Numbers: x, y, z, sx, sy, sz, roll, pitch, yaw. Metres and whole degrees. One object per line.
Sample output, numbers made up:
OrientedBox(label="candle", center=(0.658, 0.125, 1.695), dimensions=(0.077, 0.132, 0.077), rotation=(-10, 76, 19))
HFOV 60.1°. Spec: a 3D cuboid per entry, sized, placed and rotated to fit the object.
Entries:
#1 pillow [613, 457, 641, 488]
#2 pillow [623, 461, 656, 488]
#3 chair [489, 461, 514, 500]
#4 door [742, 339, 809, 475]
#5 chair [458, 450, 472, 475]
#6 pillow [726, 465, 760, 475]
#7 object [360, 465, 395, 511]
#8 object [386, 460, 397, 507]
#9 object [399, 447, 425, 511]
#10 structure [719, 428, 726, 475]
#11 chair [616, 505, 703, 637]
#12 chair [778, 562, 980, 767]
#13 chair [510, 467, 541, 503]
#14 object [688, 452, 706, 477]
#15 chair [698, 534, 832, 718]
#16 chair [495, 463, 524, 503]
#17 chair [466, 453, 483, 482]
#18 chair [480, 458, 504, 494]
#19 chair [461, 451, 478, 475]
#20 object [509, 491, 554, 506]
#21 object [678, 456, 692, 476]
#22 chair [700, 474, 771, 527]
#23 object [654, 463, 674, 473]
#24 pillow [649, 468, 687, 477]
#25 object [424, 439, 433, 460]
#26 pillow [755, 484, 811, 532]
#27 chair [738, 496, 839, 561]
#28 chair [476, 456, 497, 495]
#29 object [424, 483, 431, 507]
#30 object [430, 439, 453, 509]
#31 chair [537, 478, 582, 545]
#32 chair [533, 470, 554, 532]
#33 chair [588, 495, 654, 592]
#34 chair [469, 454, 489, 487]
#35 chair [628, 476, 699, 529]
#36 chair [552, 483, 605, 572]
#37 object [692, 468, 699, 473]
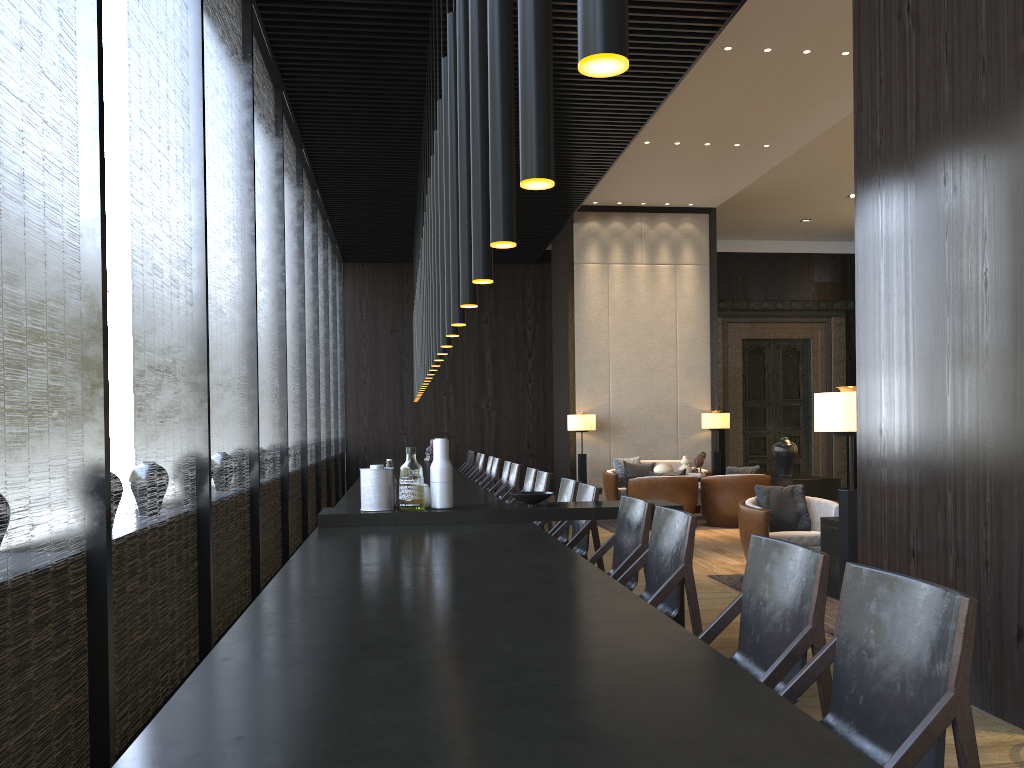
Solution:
OrientedBox(label="pillow", center=(1.561, 1.174, 11.803), dimensions=(0.433, 0.400, 0.201), rotation=(0, 0, -29))
OrientedBox(label="pillow", center=(1.681, 1.186, 11.662), dimensions=(0.471, 0.361, 0.219), rotation=(0, 0, -10))
OrientedBox(label="chair", center=(-0.221, 1.181, 8.739), dimensions=(0.563, 0.827, 0.526), rotation=(-1, 0, -7))
OrientedBox(label="door", center=(4.668, 0.541, 15.769), dimensions=(1.287, 2.698, 0.052), rotation=(-1, 1, -7))
OrientedBox(label="chair", center=(-0.828, 1.429, 13.543), dimensions=(0.563, 0.827, 0.526), rotation=(-1, 0, -7))
OrientedBox(label="pillow", center=(2.592, 1.098, 9.985), dimensions=(0.399, 0.362, 0.222), rotation=(-1, 0, -7))
OrientedBox(label="object", center=(-0.662, 0.508, 4.355), dimensions=(0.168, 0.219, 0.169), rotation=(-1, -1, -12))
OrientedBox(label="object", center=(-0.617, 0.504, 4.472), dimensions=(0.067, 0.237, 0.067), rotation=(-1, 0, -14))
OrientedBox(label="object", center=(-0.491, 0.461, 4.324), dimensions=(0.129, 0.305, 0.129), rotation=(-1, 0, -21))
OrientedBox(label="structure", center=(2.978, 1.153, 13.004), dimensions=(0.240, 1.218, 0.240), rotation=(-1, 0, -7))
OrientedBox(label="chair", center=(0.448, 0.908, 3.441), dimensions=(0.563, 0.827, 0.526), rotation=(-1, 0, -7))
OrientedBox(label="chair", center=(0.647, 0.826, 1.865), dimensions=(0.563, 0.827, 0.526), rotation=(-1, 0, -7))
OrientedBox(label="chair", center=(-0.022, 1.100, 7.163), dimensions=(0.563, 0.827, 0.526), rotation=(-1, 0, -7))
OrientedBox(label="object", center=(2.301, 0.992, 10.922), dimensions=(0.174, 0.309, 0.229), rotation=(-1, -1, 39))
OrientedBox(label="chair", center=(0.575, 0.856, 2.436), dimensions=(0.563, 0.827, 0.526), rotation=(-1, 0, -7))
OrientedBox(label="chair", center=(-0.149, 1.151, 8.168), dimensions=(0.563, 0.827, 0.526), rotation=(-1, 0, -7))
OrientedBox(label="chair", center=(-0.626, 1.346, 11.942), dimensions=(0.563, 0.827, 0.526), rotation=(-1, 0, -7))
OrientedBox(label="chair", center=(-0.352, 1.234, 9.770), dimensions=(0.563, 0.827, 0.526), rotation=(-1, 0, -7))
OrientedBox(label="chair", center=(-0.756, 1.399, 12.973), dimensions=(0.563, 0.827, 0.526), rotation=(-1, 0, -7))
OrientedBox(label="object", center=(0.101, 0.583, 4.461), dimensions=(0.227, 0.067, 0.227), rotation=(-1, -3, -5))
OrientedBox(label="object", center=(2.162, 1.025, 11.046), dimensions=(0.174, 0.257, 0.174), rotation=(-1, -1, 12))
OrientedBox(label="chair", center=(2.581, 1.321, 10.104), dimensions=(0.803, 0.604, 0.606), rotation=(-1, -1, -7))
OrientedBox(label="object", center=(1.886, 1.074, 11.011), dimensions=(0.245, 0.168, 0.245), rotation=(-2, -2, 41))
OrientedBox(label="pillow", center=(1.741, 1.108, 9.875), dimensions=(0.441, 0.338, 0.205), rotation=(-1, 0, 0))
OrientedBox(label="object", center=(-1.149, 0.953, 12.856), dimensions=(0.209, 0.313, 0.163), rotation=(-1, 0, 18))
OrientedBox(label="pillow", center=(2.055, 0.944, 6.740), dimensions=(0.399, 0.362, 0.222), rotation=(-1, 0, -7))
OrientedBox(label="chair", center=(2.072, 1.154, 6.625), dimensions=(0.803, 0.604, 0.606), rotation=(-1, -1, -7))
OrientedBox(label="chair", center=(-0.424, 1.264, 10.340), dimensions=(0.563, 0.827, 0.526), rotation=(-1, 0, -7))
OrientedBox(label="object", center=(-0.462, 0.513, 4.496), dimensions=(0.135, 0.217, 0.136), rotation=(-1, 0, -20))
OrientedBox(label="object", center=(-0.349, 0.443, 4.385), dimensions=(0.113, 0.344, 0.113), rotation=(-1, 0, -12))
OrientedBox(label="chair", center=(0.177, 1.018, 5.587), dimensions=(0.563, 0.827, 0.526), rotation=(-1, 0, -7))
OrientedBox(label="chair", center=(0.050, 1.070, 6.592), dimensions=(0.563, 0.827, 0.526), rotation=(-1, 0, -7))
OrientedBox(label="chair", center=(0.376, 0.937, 4.012), dimensions=(0.563, 0.827, 0.526), rotation=(-1, 0, -7))
OrientedBox(label="chair", center=(-0.554, 1.317, 11.371), dimensions=(0.563, 0.827, 0.526), rotation=(-1, 0, -7))
OrientedBox(label="chair", center=(1.732, 1.327, 9.997), dimensions=(0.803, 0.604, 0.606), rotation=(-1, -1, -7))
OrientedBox(label="chair", center=(0.249, 0.989, 5.017), dimensions=(0.563, 0.827, 0.526), rotation=(-1, 0, -7))
OrientedBox(label="object", center=(2.287, 1.097, 11.059), dimensions=(0.091, 0.112, 0.091), rotation=(0, -1, -45))
